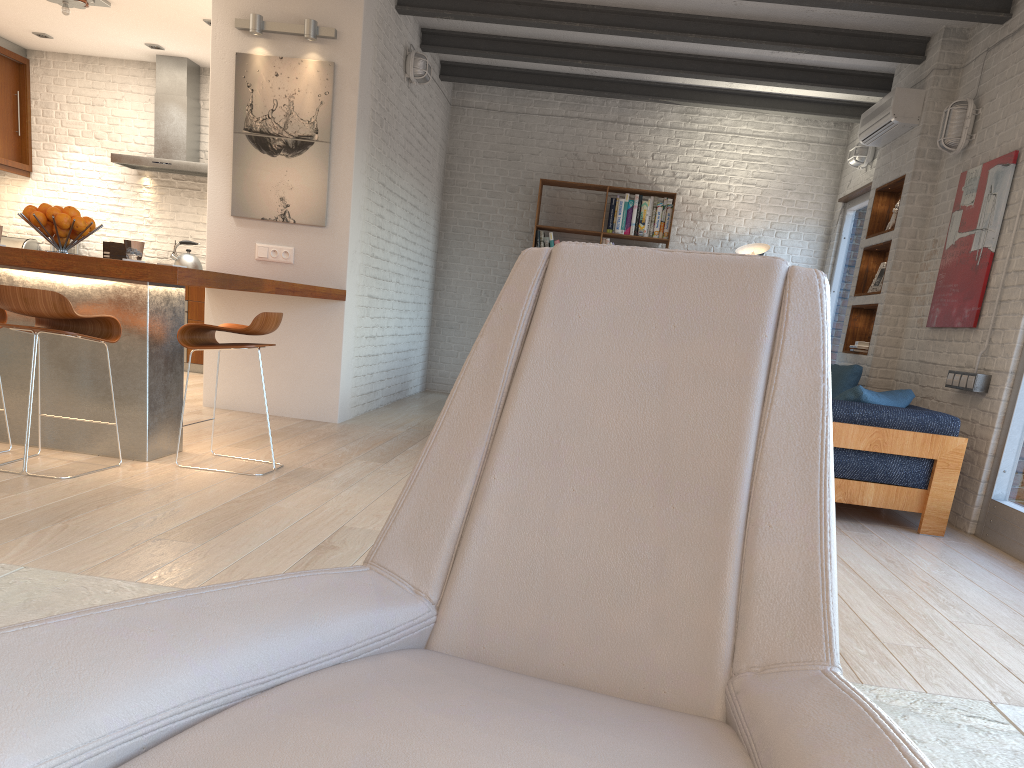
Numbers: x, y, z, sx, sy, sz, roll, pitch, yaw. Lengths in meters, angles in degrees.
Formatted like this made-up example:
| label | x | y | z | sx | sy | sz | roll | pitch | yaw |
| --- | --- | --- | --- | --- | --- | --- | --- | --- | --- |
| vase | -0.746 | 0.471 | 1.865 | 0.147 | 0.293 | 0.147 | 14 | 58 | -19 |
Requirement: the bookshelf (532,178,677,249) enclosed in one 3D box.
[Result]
| label | x | y | z | sx | sy | sz | roll | pitch | yaw |
| --- | --- | --- | --- | --- | --- | --- | --- | --- | --- |
| bookshelf | 0.817 | -0.818 | 8.824 | 1.316 | 2.278 | 0.351 | 7 | 14 | 4 |

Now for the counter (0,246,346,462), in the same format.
| label | x | y | z | sx | sy | sz | roll | pitch | yaw |
| --- | --- | --- | --- | --- | --- | --- | --- | --- | --- |
| counter | -2.137 | -0.201 | 4.942 | 1.683 | 0.950 | 2.425 | 7 | 6 | 4 |

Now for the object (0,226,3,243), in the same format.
| label | x | y | z | sx | sy | sz | roll | pitch | yaw |
| --- | --- | --- | --- | --- | --- | --- | --- | --- | --- |
| object | -2.433 | -0.702 | 4.080 | 0.091 | 0.087 | 0.088 | 7 | 9 | 1 |

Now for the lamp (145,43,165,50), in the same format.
| label | x | y | z | sx | sy | sz | roll | pitch | yaw |
| --- | --- | --- | --- | --- | --- | --- | --- | --- | --- |
| lamp | -3.158 | -3.001 | 7.707 | 0.123 | 0.057 | 0.120 | 7 | 6 | 4 |

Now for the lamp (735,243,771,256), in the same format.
| label | x | y | z | sx | sy | sz | roll | pitch | yaw |
| --- | --- | --- | --- | --- | --- | --- | --- | --- | --- |
| lamp | 2.381 | -0.418 | 8.435 | 0.507 | 1.909 | 0.835 | 1 | 14 | -23 |

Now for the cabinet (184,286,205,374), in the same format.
| label | x | y | z | sx | sy | sz | roll | pitch | yaw |
| --- | --- | --- | --- | --- | --- | --- | --- | --- | --- |
| cabinet | -3.900 | -1.589 | 7.418 | 4.785 | 2.928 | 2.190 | 2 | 11 | -31 |

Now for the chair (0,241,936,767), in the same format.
| label | x | y | z | sx | sy | sz | roll | pitch | yaw |
| --- | --- | --- | --- | --- | --- | --- | --- | --- | --- |
| chair | 0.027 | 0.324 | 1.020 | 1.016 | 1.051 | 0.950 | 10 | 10 | 21 |

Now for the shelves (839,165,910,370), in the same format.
| label | x | y | z | sx | sy | sz | roll | pitch | yaw |
| --- | --- | --- | --- | --- | --- | --- | --- | --- | --- |
| shelves | 2.816 | -0.828 | 6.604 | 0.192 | 1.476 | 0.741 | 8 | 12 | 5 |

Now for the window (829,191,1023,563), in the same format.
| label | x | y | z | sx | sy | sz | roll | pitch | yaw |
| --- | --- | --- | --- | --- | --- | --- | --- | --- | --- |
| window | 2.992 | -2.199 | 2.184 | 0.646 | 6.602 | 11.978 | 8 | 7 | 5 |

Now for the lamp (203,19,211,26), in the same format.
| label | x | y | z | sx | sy | sz | roll | pitch | yaw |
| --- | --- | --- | --- | --- | --- | --- | --- | --- | --- |
| lamp | -2.321 | -2.831 | 6.790 | 0.123 | 0.057 | 0.120 | 7 | 6 | 4 |

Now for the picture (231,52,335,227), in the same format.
| label | x | y | z | sx | sy | sz | roll | pitch | yaw |
| --- | --- | --- | --- | --- | --- | --- | --- | --- | --- |
| picture | -1.522 | -1.605 | 5.765 | 0.654 | 1.051 | 0.019 | 7 | 14 | 3 |

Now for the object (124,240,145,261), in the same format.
| label | x | y | z | sx | sy | sz | roll | pitch | yaw |
| --- | --- | --- | --- | --- | --- | --- | --- | --- | --- |
| object | -1.755 | -0.620 | 4.050 | 0.090 | 0.087 | 0.089 | 10 | 10 | 19 |

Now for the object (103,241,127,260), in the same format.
| label | x | y | z | sx | sy | sz | roll | pitch | yaw |
| --- | --- | --- | --- | --- | --- | --- | --- | --- | --- |
| object | -1.873 | -0.627 | 4.133 | 0.093 | 0.085 | 0.111 | -1 | 11 | -40 |

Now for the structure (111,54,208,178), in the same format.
| label | x | y | z | sx | sy | sz | roll | pitch | yaw |
| --- | --- | --- | --- | --- | --- | --- | --- | --- | --- |
| structure | -3.170 | -2.515 | 8.176 | 0.984 | 1.027 | 0.441 | 7 | 13 | 4 |

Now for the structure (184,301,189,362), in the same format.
| label | x | y | z | sx | sy | sz | roll | pitch | yaw |
| --- | --- | --- | --- | --- | --- | --- | --- | --- | --- |
| structure | -3.406 | -0.550 | 8.534 | 0.668 | 0.597 | 0.484 | 7 | 10 | 4 |

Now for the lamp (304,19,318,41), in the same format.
| label | x | y | z | sx | sy | sz | roll | pitch | yaw |
| --- | --- | --- | --- | --- | --- | --- | --- | --- | --- |
| lamp | -1.278 | -2.246 | 5.532 | 0.078 | 0.108 | 0.078 | 13 | 13 | 32 |

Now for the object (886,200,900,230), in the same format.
| label | x | y | z | sx | sy | sz | roll | pitch | yaw |
| --- | --- | --- | --- | --- | --- | --- | --- | --- | --- |
| object | 2.854 | -1.243 | 6.454 | 0.112 | 0.251 | 0.210 | 9 | 10 | 12 |

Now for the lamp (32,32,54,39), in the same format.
| label | x | y | z | sx | sy | sz | roll | pitch | yaw |
| --- | --- | --- | --- | --- | --- | --- | --- | --- | --- |
| lamp | -4.183 | -3.127 | 7.771 | 0.123 | 0.057 | 0.120 | 7 | 6 | 4 |

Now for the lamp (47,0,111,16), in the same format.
| label | x | y | z | sx | sy | sz | roll | pitch | yaw |
| --- | --- | --- | --- | --- | --- | --- | --- | --- | --- |
| lamp | -3.295 | -2.816 | 6.434 | 0.449 | 0.176 | 0.437 | 7 | 6 | 4 |

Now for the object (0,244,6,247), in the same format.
| label | x | y | z | sx | sy | sz | roll | pitch | yaw |
| --- | --- | --- | --- | --- | --- | --- | --- | --- | --- |
| object | -2.508 | -0.677 | 4.130 | 0.286 | 0.036 | 0.199 | 7 | 5 | 4 |

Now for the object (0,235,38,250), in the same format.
| label | x | y | z | sx | sy | sz | roll | pitch | yaw |
| --- | --- | --- | --- | --- | --- | --- | --- | --- | --- |
| object | -4.973 | -1.390 | 8.718 | 0.344 | 0.165 | 0.243 | 7 | 8 | 4 |

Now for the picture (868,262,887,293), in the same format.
| label | x | y | z | sx | sy | sz | roll | pitch | yaw |
| --- | --- | --- | --- | --- | --- | --- | --- | --- | --- |
| picture | 2.829 | -0.809 | 6.658 | 0.102 | 0.253 | 0.186 | 5 | 11 | -4 |

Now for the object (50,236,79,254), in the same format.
| label | x | y | z | sx | sy | sz | roll | pitch | yaw |
| --- | --- | --- | --- | --- | --- | --- | --- | --- | --- |
| object | -4.466 | -1.440 | 8.704 | 0.321 | 0.388 | 0.064 | 7 | 14 | 4 |

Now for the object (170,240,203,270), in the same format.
| label | x | y | z | sx | sy | sz | roll | pitch | yaw |
| --- | --- | --- | --- | --- | --- | --- | --- | --- | --- |
| object | -3.086 | -1.225 | 8.315 | 0.259 | 0.285 | 0.257 | 11 | 11 | 25 |

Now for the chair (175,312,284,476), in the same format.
| label | x | y | z | sx | sy | sz | roll | pitch | yaw |
| --- | --- | --- | --- | --- | --- | --- | --- | --- | --- |
| chair | -1.348 | 0.023 | 4.269 | 0.422 | 0.801 | 0.390 | 7 | 12 | 4 |

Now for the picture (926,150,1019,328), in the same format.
| label | x | y | z | sx | sy | sz | roll | pitch | yaw |
| --- | --- | --- | --- | --- | --- | --- | --- | --- | --- |
| picture | 2.755 | -0.828 | 5.265 | 0.019 | 0.992 | 0.719 | 8 | 11 | 5 |

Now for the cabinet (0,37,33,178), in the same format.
| label | x | y | z | sx | sy | sz | roll | pitch | yaw |
| --- | --- | --- | --- | --- | --- | --- | --- | --- | --- |
| cabinet | -5.082 | -2.551 | 6.929 | 0.461 | 1.197 | 3.247 | 8 | 6 | 5 |

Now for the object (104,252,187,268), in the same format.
| label | x | y | z | sx | sy | sz | roll | pitch | yaw |
| --- | --- | --- | --- | --- | --- | --- | --- | --- | --- |
| object | -1.752 | -0.585 | 4.091 | 0.394 | 0.036 | 0.193 | 7 | 5 | 8 |

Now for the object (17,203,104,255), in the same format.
| label | x | y | z | sx | sy | sz | roll | pitch | yaw |
| --- | --- | --- | --- | --- | --- | --- | --- | --- | --- |
| object | -2.137 | -0.731 | 4.138 | 0.366 | 0.229 | 0.351 | 2 | 8 | -30 |

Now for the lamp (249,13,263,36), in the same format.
| label | x | y | z | sx | sy | sz | roll | pitch | yaw |
| --- | --- | --- | --- | --- | --- | --- | --- | --- | --- |
| lamp | -1.629 | -2.289 | 5.554 | 0.078 | 0.108 | 0.078 | 13 | 13 | 32 |

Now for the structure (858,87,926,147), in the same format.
| label | x | y | z | sx | sy | sz | roll | pitch | yaw |
| --- | --- | --- | --- | --- | --- | --- | --- | --- | --- |
| structure | 2.743 | -1.928 | 6.350 | 0.200 | 0.226 | 0.791 | 7 | 5 | 5 |
